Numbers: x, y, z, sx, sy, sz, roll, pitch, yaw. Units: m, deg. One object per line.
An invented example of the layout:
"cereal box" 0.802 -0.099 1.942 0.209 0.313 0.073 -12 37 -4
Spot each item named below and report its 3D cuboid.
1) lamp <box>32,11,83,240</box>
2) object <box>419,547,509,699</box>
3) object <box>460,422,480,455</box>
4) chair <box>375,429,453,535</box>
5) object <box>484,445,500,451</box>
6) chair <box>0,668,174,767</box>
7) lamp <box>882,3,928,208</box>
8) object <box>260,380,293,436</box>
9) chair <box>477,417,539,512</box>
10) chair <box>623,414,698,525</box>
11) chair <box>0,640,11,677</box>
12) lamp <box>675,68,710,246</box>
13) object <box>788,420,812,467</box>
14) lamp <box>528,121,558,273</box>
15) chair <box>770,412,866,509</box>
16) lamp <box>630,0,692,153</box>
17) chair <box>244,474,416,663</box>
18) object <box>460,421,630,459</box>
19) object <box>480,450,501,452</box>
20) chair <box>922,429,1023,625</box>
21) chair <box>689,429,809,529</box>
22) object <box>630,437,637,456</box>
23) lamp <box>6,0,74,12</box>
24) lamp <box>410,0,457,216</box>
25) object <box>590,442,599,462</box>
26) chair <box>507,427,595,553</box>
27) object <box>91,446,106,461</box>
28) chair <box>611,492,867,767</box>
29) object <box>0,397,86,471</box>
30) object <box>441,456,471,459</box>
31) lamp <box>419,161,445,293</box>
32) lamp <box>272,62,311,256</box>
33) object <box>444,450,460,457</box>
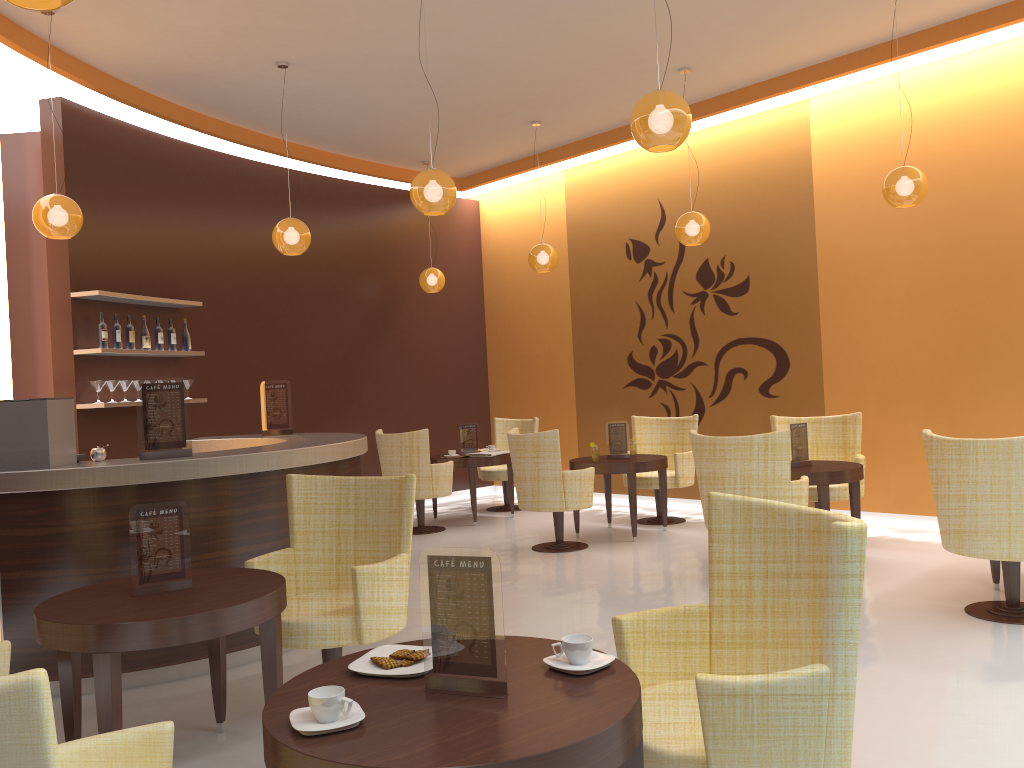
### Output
"lamp" -3.001 -1.705 5.802 0.299 1.500 0.299 -3 0 -25
"object" -0.116 0.547 2.058 0.209 0.335 0.042 -3 0 22
"object" -0.442 0.575 9.339 0.209 0.335 0.042 -3 0 -20
"chair" -0.947 0.939 8.691 0.729 1.017 0.685 -3 0 44
"object" -0.217 0.692 9.530 0.153 0.069 0.153 -3 0 30
"chair" -0.759 0.918 1.603 0.685 1.017 0.729 -3 0 -40
"lamp" 2.737 -2.000 6.251 0.299 1.500 0.299 -3 0 -43
"object" -1.784 0.179 6.711 0.258 0.414 0.052 -3 0 16
"chair" -0.036 0.894 10.002 0.685 1.017 0.729 -3 0 -44
"chair" 1.443 0.815 8.598 0.729 1.017 0.685 -3 0 35
"chair" -1.907 0.979 2.816 0.685 1.017 0.729 -3 0 -36
"lamp" 1.508 -1.935 7.564 0.299 1.500 0.299 -3 0 -18
"object" 2.123 0.439 6.551 0.209 0.335 0.042 -3 0 -25
"lamp" 0.279 -1.869 8.878 0.299 1.500 0.299 -3 0 0
"chair" 2.522 0.758 7.272 0.729 1.017 0.685 -3 0 15
"lamp" 0.696 -1.898 4.337 0.299 1.500 0.299 -3 0 -32
"chair" -0.779 0.923 3.949 0.729 1.017 0.685 -3 0 25
"object" 0.284 0.537 8.657 2.090 0.335 0.187 -3 0 43
"object" -0.198 0.720 9.537 0.464 0.021 0.239 -3 0 43
"chair" 2.673 0.746 4.821 0.685 1.017 0.729 -3 0 -40
"chair" 1.608 0.803 5.960 0.729 1.017 0.685 -3 0 44
"object" 1.119 0.576 8.210 0.067 0.171 0.072 -3 0 4
"lamp" -1.345 -1.796 2.422 0.299 1.500 0.299 -3 0 25
"lamp" -0.533 -1.833 5.650 0.299 1.500 0.299 -3 0 25
"object" 0.728 0.595 7.755 0.067 0.171 0.072 -3 0 29
"chair" 0.336 0.871 7.445 0.685 1.017 0.729 -3 0 -26
"object" -2.160 0.364 4.632 0.075 0.077 0.075 -3 0 16
"chair" 0.609 0.849 2.430 0.685 1.017 0.729 -3 0 -11
"object" -2.367 0.243 4.473 0.270 0.340 0.373 -3 0 2
"object" -0.624 0.741 9.042 0.239 0.021 0.464 -3 0 -29
"lamp" -0.950 -1.804 10.192 0.299 1.500 0.299 -3 0 -43
"lamp" -1.762 -1.767 6.964 0.299 1.500 0.299 -3 0 -25
"object" -0.614 0.712 9.057 0.153 0.069 0.153 -3 0 -17
